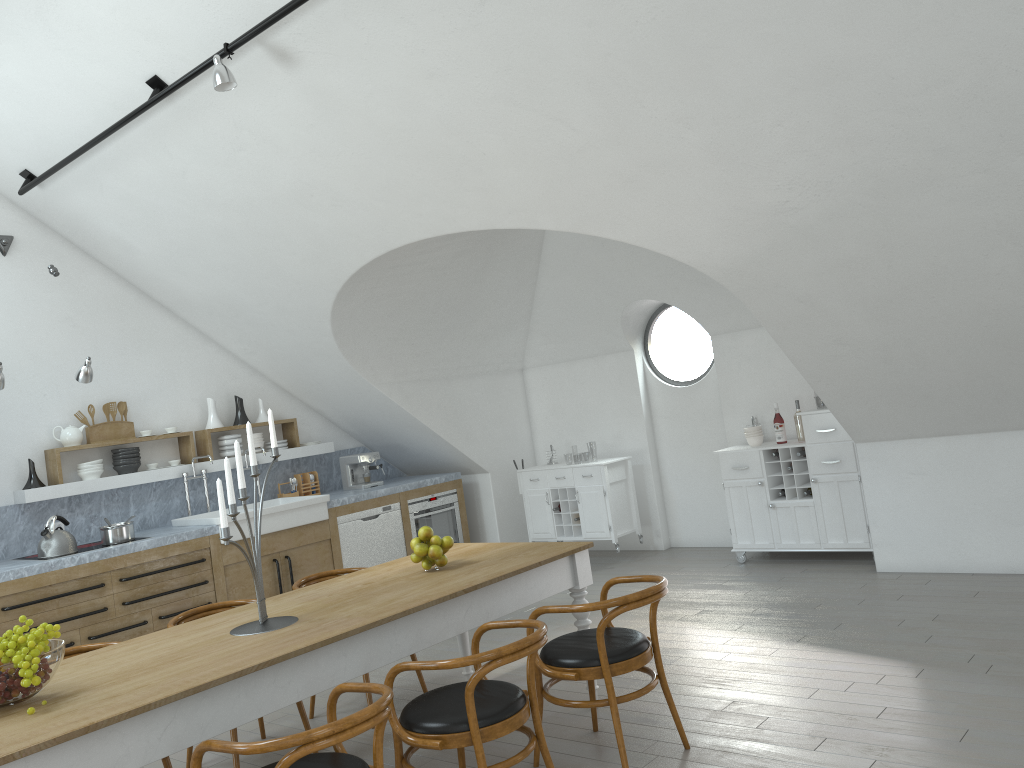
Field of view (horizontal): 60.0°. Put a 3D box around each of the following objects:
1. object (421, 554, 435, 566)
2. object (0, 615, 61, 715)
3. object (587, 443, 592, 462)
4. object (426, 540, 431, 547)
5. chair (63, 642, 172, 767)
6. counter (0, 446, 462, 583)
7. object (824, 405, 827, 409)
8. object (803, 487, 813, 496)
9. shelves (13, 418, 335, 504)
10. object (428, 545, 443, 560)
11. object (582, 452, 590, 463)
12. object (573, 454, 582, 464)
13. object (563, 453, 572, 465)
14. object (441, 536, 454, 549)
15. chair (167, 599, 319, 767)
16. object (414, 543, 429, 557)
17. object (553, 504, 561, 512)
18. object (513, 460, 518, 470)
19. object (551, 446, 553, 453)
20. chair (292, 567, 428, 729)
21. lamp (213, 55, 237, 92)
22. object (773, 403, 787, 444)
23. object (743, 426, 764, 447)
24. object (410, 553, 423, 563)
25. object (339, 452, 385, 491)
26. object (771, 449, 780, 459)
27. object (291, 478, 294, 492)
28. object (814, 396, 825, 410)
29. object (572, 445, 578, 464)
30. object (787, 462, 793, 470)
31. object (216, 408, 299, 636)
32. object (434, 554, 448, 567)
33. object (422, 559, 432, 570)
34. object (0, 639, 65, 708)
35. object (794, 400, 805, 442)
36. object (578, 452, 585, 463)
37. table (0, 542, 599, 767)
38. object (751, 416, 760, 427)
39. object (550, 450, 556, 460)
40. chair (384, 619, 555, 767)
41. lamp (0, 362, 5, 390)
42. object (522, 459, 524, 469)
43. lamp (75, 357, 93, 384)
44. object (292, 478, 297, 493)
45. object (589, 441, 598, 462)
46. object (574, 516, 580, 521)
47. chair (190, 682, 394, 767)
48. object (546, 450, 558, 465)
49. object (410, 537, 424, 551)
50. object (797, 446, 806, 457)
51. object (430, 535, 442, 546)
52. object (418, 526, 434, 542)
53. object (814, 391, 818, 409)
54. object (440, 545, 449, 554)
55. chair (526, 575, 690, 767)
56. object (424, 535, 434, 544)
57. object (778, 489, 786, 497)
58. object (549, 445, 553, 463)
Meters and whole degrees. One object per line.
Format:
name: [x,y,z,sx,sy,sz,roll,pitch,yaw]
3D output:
object: [-0.398,0.841,4.262,0.080,0.074,0.078,-8,-2,-4]
object: [-1.646,0.899,2.862,0.393,0.285,0.292,-8,-2,5]
object: [0.728,0.630,8.183,0.054,0.179,0.054,-9,-3,18]
object: [-0.385,0.760,4.265,0.053,0.051,0.052,-9,-2,12]
chair: [-1.771,1.520,3.748,0.620,0.736,0.528,-10,-3,37]
counter: [-2.930,0.899,6.458,0.959,0.620,6.584,-10,-2,41]
object: [2.429,0.145,6.803,0.077,0.085,0.077,-6,-3,-41]
object: [2.351,0.827,6.906,0.081,0.081,0.359,-10,-2,39]
shelves: [-3.542,0.170,6.260,0.478,1.364,5.556,-10,-2,35]
object: [-0.362,0.791,4.167,0.071,0.072,0.070,-8,-2,5]
object: [0.684,0.676,8.131,0.071,0.099,0.071,-7,-3,-26]
object: [0.607,0.694,8.153,0.077,0.085,0.077,-9,-3,28]
object: [0.523,0.697,8.178,0.082,0.105,0.081,-6,-3,-36]
object: [-0.308,0.756,4.226,0.063,0.063,0.062,-8,-2,3]
chair: [-1.342,1.472,4.338,0.619,0.736,0.528,-11,-3,44]
object: [-0.426,0.780,4.167,0.071,0.064,0.072,-10,-3,34]
object: [0.485,1.145,8.236,0.081,0.085,0.317,-10,-2,41]
object: [0.072,0.861,8.566,0.088,0.269,0.029,-9,-3,14]
object: [0.391,0.680,8.588,0.024,0.164,0.039,-6,-4,-36]
chair: [-0.864,1.416,4.880,0.620,0.736,0.528,-10,-3,37]
lamp: [-1.439,-1.559,4.426,0.112,0.175,0.114,-8,-3,4]
object: [2.138,0.314,7.100,0.081,0.330,0.081,-10,-4,37]
object: [1.972,0.427,7.218,0.158,0.160,0.153,-7,-2,-21]
object: [-0.452,0.823,4.210,0.059,0.056,0.059,-10,-3,35]
object: [-1.352,0.808,8.282,0.385,0.321,0.325,-10,-3,41]
object: [2.157,0.546,7.057,0.092,0.094,0.359,-10,-2,41]
object: [-1.984,0.943,7.999,0.040,0.193,0.042,-8,-3,-12]
object: [2.352,0.145,6.762,0.082,0.105,0.081,-8,-2,-11]
object: [0.589,0.656,8.220,0.048,0.169,0.048,-10,-3,28]
object: [2.253,0.643,6.991,0.085,0.085,0.331,-10,-2,40]
object: [-1.026,0.529,3.612,0.265,0.876,0.775,-9,-2,15]
object: [-0.338,0.838,4.219,0.064,0.063,0.063,-7,-3,-38]
object: [-0.402,0.855,4.195,0.049,0.050,0.051,-10,-3,44]
object: [-1.646,0.963,2.886,0.359,0.160,0.360,-9,-2,21]
object: [2.269,0.291,6.979,0.085,0.331,0.085,-8,-3,0]
object: [0.669,0.683,8.221,0.094,0.093,0.093,-9,-3,28]
table: [-1.008,1.366,3.434,1.016,0.800,3.353,-10,-2,41]
object: [2.037,0.377,7.455,0.115,0.209,0.065,-11,-4,43]
object: [0.389,0.694,8.614,0.097,0.137,0.029,-11,-4,44]
chair: [-0.121,1.268,3.207,0.620,0.736,0.528,-10,-3,36]
lamp: [-3.304,-0.043,5.656,0.116,0.178,0.164,-7,-3,-31]
object: [0.113,0.855,8.530,0.029,0.269,0.088,-7,-3,-23]
lamp: [-2.925,-0.091,6.091,0.168,0.176,0.112,-10,-3,33]
object: [-1.947,0.937,7.967,0.040,0.193,0.042,-8,-3,-13]
object: [0.749,0.622,8.123,0.063,0.187,0.063,-10,-3,26]
object: [0.673,1.219,8.130,0.081,0.083,0.317,-10,-2,40]
chair: [-0.606,1.325,2.666,0.620,0.736,0.528,-10,-3,41]
object: [0.385,0.715,8.608,0.101,0.138,0.067,-10,-3,41]
object: [-0.453,0.768,4.236,0.066,0.071,0.072,-9,-2,10]
object: [2.307,0.525,6.915,0.087,0.085,0.360,-10,-2,41]
object: [-0.361,0.746,4.202,0.053,0.057,0.058,-7,-3,-35]
object: [-0.411,0.714,4.233,0.072,0.074,0.072,-10,-3,41]
object: [2.369,0.113,6.843,0.048,0.169,0.048,-7,-3,-17]
object: [-0.337,0.784,4.272,0.076,0.076,0.077,-9,-2,8]
chair: [0.401,1.204,3.709,0.619,0.736,0.528,-11,-3,44]
object: [-0.411,0.748,4.311,0.062,0.060,0.062,-10,-3,41]
object: [2.225,0.844,7.024,0.155,0.085,0.331,-10,-2,42]
object: [0.376,0.680,8.620,0.039,0.175,0.054,-11,-4,41]
